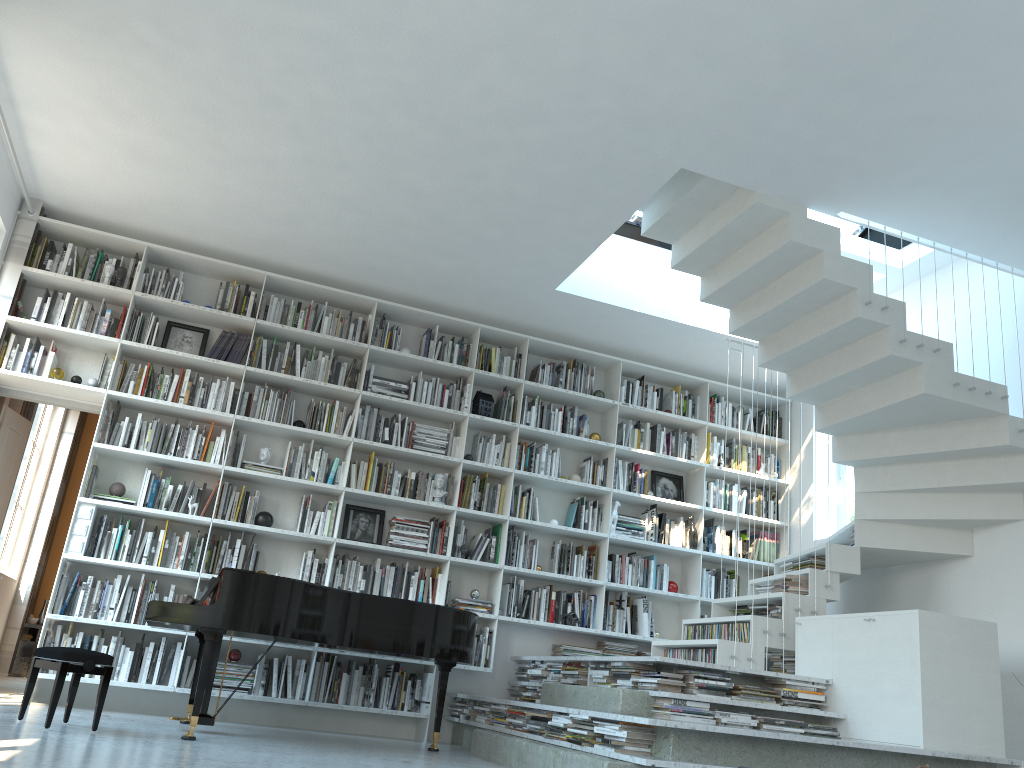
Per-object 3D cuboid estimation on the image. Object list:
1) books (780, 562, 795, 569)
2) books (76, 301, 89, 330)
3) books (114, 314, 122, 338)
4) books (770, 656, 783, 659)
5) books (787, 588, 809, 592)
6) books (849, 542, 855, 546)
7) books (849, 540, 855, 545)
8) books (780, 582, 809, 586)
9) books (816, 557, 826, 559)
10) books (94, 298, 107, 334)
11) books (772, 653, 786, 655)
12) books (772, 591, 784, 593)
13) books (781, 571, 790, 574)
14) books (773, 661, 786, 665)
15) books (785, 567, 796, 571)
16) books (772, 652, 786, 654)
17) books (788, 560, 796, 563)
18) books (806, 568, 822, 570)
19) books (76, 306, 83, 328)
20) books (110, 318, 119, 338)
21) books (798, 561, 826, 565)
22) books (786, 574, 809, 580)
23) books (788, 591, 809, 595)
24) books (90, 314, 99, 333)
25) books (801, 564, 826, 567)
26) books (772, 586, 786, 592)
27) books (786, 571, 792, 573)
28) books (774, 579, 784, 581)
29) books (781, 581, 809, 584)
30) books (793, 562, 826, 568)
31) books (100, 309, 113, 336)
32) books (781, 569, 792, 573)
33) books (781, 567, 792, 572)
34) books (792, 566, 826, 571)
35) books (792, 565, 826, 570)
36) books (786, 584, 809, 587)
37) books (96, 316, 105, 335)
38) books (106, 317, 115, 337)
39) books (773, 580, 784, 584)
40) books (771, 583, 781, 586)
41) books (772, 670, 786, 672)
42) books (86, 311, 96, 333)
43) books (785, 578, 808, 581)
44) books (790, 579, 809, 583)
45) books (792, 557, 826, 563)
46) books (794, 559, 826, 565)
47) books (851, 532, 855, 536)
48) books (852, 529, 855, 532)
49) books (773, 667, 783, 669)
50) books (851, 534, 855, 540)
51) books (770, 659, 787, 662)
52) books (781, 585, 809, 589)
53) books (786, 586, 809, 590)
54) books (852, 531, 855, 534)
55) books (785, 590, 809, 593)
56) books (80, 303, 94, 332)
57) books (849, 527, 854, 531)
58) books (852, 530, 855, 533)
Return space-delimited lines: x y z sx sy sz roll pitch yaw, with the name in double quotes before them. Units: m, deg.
"books" 2.096 1.334 6.490 0.190 0.015 0.231 8 -19 -4
"books" -3.008 -0.435 6.212 0.025 0.260 0.167 13 -20 -17
"books" -2.799 -0.367 6.298 0.014 0.235 0.144 13 -20 -17
"books" 2.167 2.158 6.957 0.258 0.022 0.129 14 -21 -21
"books" 1.935 1.380 5.874 0.222 0.011 0.181 2 -20 13
"books" 2.479 1.115 6.179 0.192 0.006 0.300 4 -19 7
"books" 2.478 1.105 6.182 0.182 0.016 0.199 6 -19 3
"books" 1.936 1.337 5.874 0.295 0.007 0.146 2 -20 12
"books" 2.132 1.240 6.211 0.134 0.007 0.299 10 -19 -8
"books" -2.907 -0.432 6.251 0.012 0.302 0.189 13 -20 -17
"books" 2.173 2.131 6.956 0.196 0.010 0.160 13 -20 -19
"books" 1.922 1.445 6.108 0.188 0.005 0.182 13 -20 -17
"books" 2.092 1.383 6.473 0.170 0.006 0.269 9 -19 -7
"books" 2.162 2.197 6.947 0.178 0.025 0.131 12 -20 -14
"books" 2.098 1.367 6.479 0.162 0.008 0.291 6 -19 1
"books" 2.177 2.121 6.953 0.216 0.007 0.166 14 -21 -21
"books" 2.107 1.322 6.495 0.165 0.014 0.236 7 -19 -1
"books" 2.092 1.316 6.180 0.182 0.013 0.288 8 -19 -4
"books" -3.037 -0.416 6.230 0.011 0.230 0.135 13 -20 -17
"books" -2.815 -0.353 6.272 0.026 0.187 0.154 13 -20 -17
"books" 2.120 1.267 6.200 0.144 0.011 0.258 10 -20 -10
"books" 1.943 1.299 5.898 0.234 0.025 0.158 0 -20 18
"books" 1.933 1.399 5.870 0.215 0.013 0.190 2 -20 14
"books" -2.940 -0.380 6.251 0.029 0.197 0.144 13 -20 -17
"books" 2.114 1.285 6.194 0.154 0.014 0.197 8 -19 -5
"books" 1.926 1.425 6.110 0.178 0.035 0.222 11 -20 -13
"books" 2.094 1.389 6.471 0.184 0.006 0.263 8 -19 -3
"books" 1.927 1.371 6.148 0.155 0.009 0.155 13 -20 -17
"books" 1.937 1.330 5.877 0.295 0.007 0.146 1 -20 16
"books" 2.105 1.273 6.196 0.176 0.007 0.255 10 -19 -9
"books" -2.861 -0.388 6.249 0.029 0.228 0.192 13 -20 -17
"books" 2.094 1.376 6.476 0.171 0.011 0.232 9 -19 -7
"books" 2.098 1.360 6.481 0.168 0.005 0.293 7 -19 0
"books" 2.093 1.303 6.184 0.191 0.014 0.244 8 -19 -5
"books" 2.102 1.294 6.189 0.187 0.009 0.262 9 -19 -8
"books" 1.939 1.351 5.886 0.231 0.011 0.172 0 -20 17
"books" -2.899 -0.367 6.253 0.031 0.182 0.151 13 -20 -17
"books" -2.845 -0.359 6.278 0.029 0.195 0.146 13 -20 -17
"books" 1.927 1.382 6.139 0.166 0.017 0.191 12 -20 -14
"books" 1.926 1.395 6.133 0.218 0.012 0.156 7 -19 -2
"books" 2.159 2.248 6.918 0.198 0.014 0.160 13 -20 -18
"books" -2.963 -0.395 6.237 0.028 0.211 0.139 13 -20 -17
"books" 1.940 1.310 5.886 0.254 0.005 0.161 2 -20 14
"books" 1.942 1.325 5.897 0.184 0.016 0.179 3 -20 10
"books" 2.104 1.245 6.204 0.191 0.013 0.244 9 -19 -7
"books" 2.111 1.256 6.202 0.174 0.009 0.240 10 -19 -9
"books" 2.441 1.018 5.956 0.290 0.006 0.149 3 -20 10
"books" 2.444 0.987 5.958 0.266 0.008 0.164 6 -19 2
"books" 2.159 2.232 6.931 0.190 0.010 0.139 12 -20 -14
"books" 2.435 1.027 5.942 0.262 0.023 0.201 4 -19 8
"books" 2.170 2.174 6.938 0.242 0.013 0.167 13 -20 -19
"books" 1.935 1.354 5.869 0.295 0.006 0.147 1 -20 16
"books" 1.933 1.363 5.866 0.214 0.014 0.139 3 -19 9
"books" 2.442 1.012 5.961 0.285 0.007 0.160 4 -19 8
"books" 1.937 1.393 5.883 0.254 0.007 0.189 3 -19 9
"books" -2.982 -0.425 6.218 0.030 0.250 0.166 13 -20 -17
"books" 2.446 0.984 5.973 0.300 0.007 0.159 4 -19 7
"books" 2.445 1.006 5.975 0.262 0.016 0.132 5 -19 5
